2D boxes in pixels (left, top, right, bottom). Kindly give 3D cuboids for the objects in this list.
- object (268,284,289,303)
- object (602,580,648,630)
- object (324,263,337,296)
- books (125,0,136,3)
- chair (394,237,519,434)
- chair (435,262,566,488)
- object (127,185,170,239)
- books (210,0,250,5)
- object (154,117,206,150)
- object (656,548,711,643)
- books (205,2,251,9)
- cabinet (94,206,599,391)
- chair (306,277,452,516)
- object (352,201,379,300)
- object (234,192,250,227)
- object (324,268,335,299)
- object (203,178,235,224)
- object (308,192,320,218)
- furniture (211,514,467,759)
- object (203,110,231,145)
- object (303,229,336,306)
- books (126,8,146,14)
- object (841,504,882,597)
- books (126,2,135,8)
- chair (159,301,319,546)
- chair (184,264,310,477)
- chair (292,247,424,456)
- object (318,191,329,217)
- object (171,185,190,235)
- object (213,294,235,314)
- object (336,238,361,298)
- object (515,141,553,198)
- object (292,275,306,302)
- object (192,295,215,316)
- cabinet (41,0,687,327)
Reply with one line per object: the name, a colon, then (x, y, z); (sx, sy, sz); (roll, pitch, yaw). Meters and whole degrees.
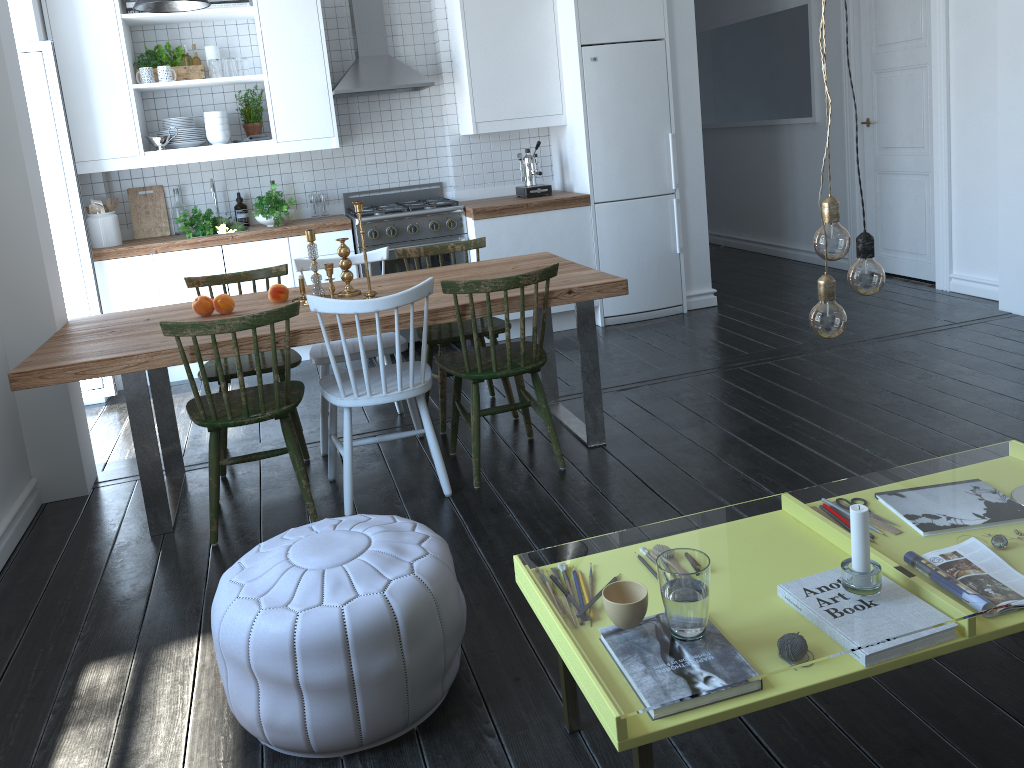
object: (-1.004, -0.390, 3.788); (0.089, 0.082, 0.086); (-6, 13, -2)
object: (0.217, 0.426, 1.675); (0.086, 0.065, 0.089); (-2, 14, 13)
object: (-0.788, -0.453, 3.827); (0.049, 0.136, 0.050); (-9, 11, -14)
books: (-2.182, -2.357, 5.436); (0.353, 0.030, 0.293); (-10, 17, -14)
chair: (-0.259, -0.258, 4.252); (0.470, 0.810, 0.494); (-9, 12, -16)
chair: (-0.056, -0.071, 3.543); (0.470, 0.810, 0.494); (-9, 12, -16)
object: (-2.358, -1.116, 5.718); (0.221, 0.323, 0.041); (-9, 11, -15)
books: (-1.826, -2.378, 5.540); (0.342, 0.015, 0.280); (-10, 17, -13)
object: (-2.104, -1.587, 5.578); (0.301, 0.190, 0.312); (-9, 15, -13)
object: (0.319, 0.392, 1.617); (0.098, 0.143, 0.099); (3, 15, 35)
books: (-1.820, -2.350, 5.536); (0.351, 0.037, 0.266); (-10, 17, -15)
cabinet: (-1.058, -0.626, 5.805); (3.187, 0.798, 0.745); (-8, 13, -7)
chair: (-0.507, 0.012, 3.383); (0.468, 0.825, 0.519); (-9, 12, -14)
object: (-0.591, -0.528, 3.542); (0.114, 0.402, 0.115); (2, 13, 37)
object: (-1.797, -1.156, 5.839); (0.085, 0.226, 0.087); (3, 14, 40)
object: (-0.722, -0.382, 3.517); (0.080, 0.157, 0.082); (1, 13, 32)
object: (-1.896, -1.165, 5.723); (0.191, 0.345, 0.276); (-15, 15, -37)
object: (-1.343, -1.213, 5.970); (0.059, 0.169, 0.060); (-6, 11, -1)
furniture: (-0.425, 0.593, 2.210); (0.614, 0.410, 0.626); (-11, 15, -20)
object: (-1.867, -1.624, 5.585); (0.150, 0.211, 0.315); (-9, 15, -16)
object: (-0.819, -0.487, 3.657); (0.140, 0.304, 0.144); (0, 12, 27)
books: (-2.175, -2.291, 5.445); (0.352, 0.043, 0.265); (-9, 16, -12)
object: (0.675, 0.316, 1.708); (0.074, 0.170, 0.076); (-2, 12, 20)
books: (-2.187, -2.323, 5.427); (0.330, 0.030, 0.265); (-11, 17, -16)
chair: (-0.981, 0.100, 3.275); (0.470, 0.810, 0.494); (-9, 12, -16)
chair: (-1.184, -0.087, 3.984); (0.470, 0.810, 0.494); (-9, 12, -16)
chair: (-0.734, -0.186, 4.141); (0.468, 0.825, 0.519); (-9, 12, -14)
object: (-1.278, -1.218, 5.965); (0.059, 0.169, 0.060); (-6, 11, -1)
object: (-2.170, -1.134, 5.738); (0.098, 0.311, 0.099); (-9, 11, -14)
object: (-1.190, -0.331, 3.640); (0.083, 0.086, 0.093); (-3, 14, 11)
object: (-0.711, -0.500, 3.770); (0.101, 0.242, 0.103); (-4, 11, 9)
object: (0.148, -1.436, 5.882); (0.207, 0.362, 0.360); (-9, 13, -14)
object: (-0.899, -0.413, 3.772); (0.103, 0.111, 0.103); (-13, 15, -28)
object: (-1.274, -0.323, 3.636); (0.088, 0.088, 0.085); (-12, 14, -24)
cabinet: (-0.822, -1.420, 5.728); (3.801, 2.323, 0.794); (-9, 11, -11)
